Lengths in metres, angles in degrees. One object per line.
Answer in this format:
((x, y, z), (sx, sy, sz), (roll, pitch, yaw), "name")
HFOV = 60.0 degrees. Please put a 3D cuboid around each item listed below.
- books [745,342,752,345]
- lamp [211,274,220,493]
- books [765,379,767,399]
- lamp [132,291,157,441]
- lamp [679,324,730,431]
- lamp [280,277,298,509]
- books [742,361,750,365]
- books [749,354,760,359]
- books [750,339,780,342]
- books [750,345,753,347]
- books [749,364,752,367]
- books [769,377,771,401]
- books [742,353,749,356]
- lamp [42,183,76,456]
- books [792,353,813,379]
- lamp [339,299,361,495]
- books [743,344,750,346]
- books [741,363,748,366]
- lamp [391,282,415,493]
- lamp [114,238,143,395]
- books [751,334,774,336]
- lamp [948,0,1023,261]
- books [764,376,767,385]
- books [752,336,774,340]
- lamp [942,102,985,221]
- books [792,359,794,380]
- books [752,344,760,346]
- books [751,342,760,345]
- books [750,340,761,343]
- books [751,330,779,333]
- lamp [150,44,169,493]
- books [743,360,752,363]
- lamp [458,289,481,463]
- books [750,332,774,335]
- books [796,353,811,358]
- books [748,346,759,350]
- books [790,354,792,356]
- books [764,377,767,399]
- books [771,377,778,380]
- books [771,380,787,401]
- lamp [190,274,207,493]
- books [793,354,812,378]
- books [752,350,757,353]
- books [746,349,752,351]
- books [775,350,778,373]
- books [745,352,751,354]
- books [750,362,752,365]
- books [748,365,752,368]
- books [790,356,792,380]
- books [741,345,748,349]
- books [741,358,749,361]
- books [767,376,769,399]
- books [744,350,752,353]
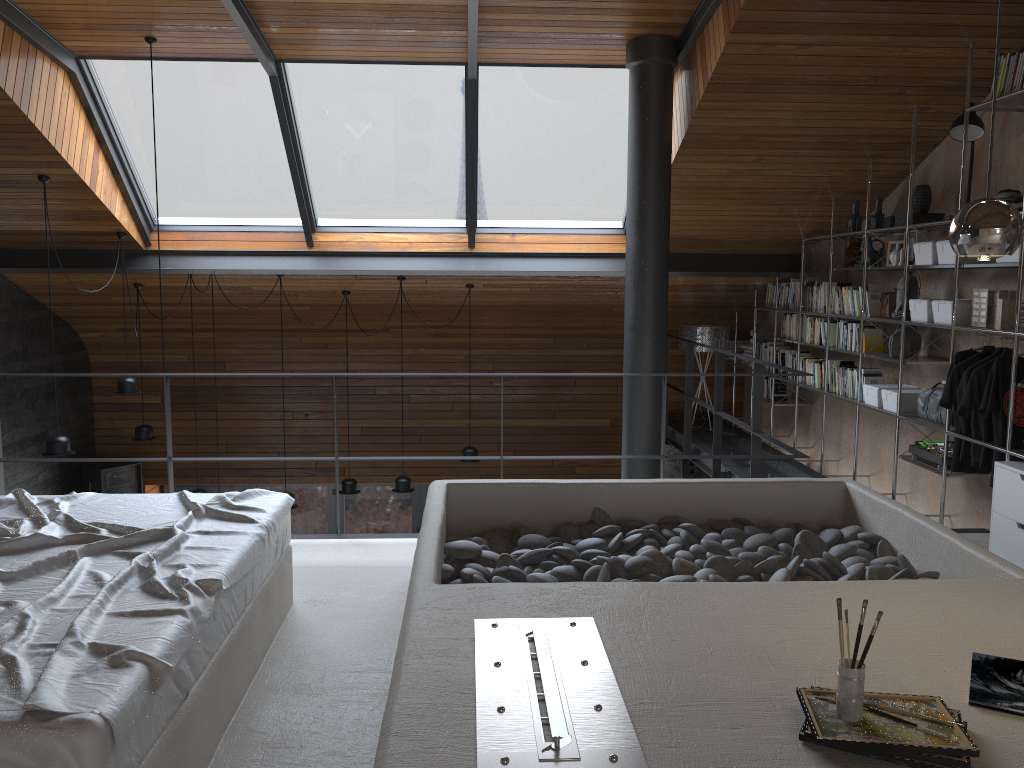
((2.406, -0.394, 8.668), (0.206, 0.012, 0.161), (0, 7, -3), "books")
((-2.473, 0.117, 7.411), (0.210, 2.273, 0.210), (5, 8, 34), "lamp")
((2.364, 0.047, 8.090), (0.112, 0.177, 0.009), (0, 7, -3), "books")
((-3.312, -0.185, 7.920), (0.210, 1.369, 0.210), (5, 8, 34), "lamp")
((1.858, -0.067, 8.624), (0.475, 1.001, 0.475), (3, 7, 21), "lamp")
((-2.000, 0.081, 7.757), (0.210, 2.034, 0.210), (5, 8, 34), "lamp")
((2.394, -0.207, 8.680), (0.234, 0.016, 0.182), (-1, 7, -8), "books")
((2.387, -0.259, 8.383), (0.258, 0.028, 0.180), (1, 7, 3), "books")
((2.387, -0.414, 8.365), (0.228, 0.016, 0.182), (0, 7, -3), "books")
((2.386, -0.359, 8.381), (0.254, 0.012, 0.158), (1, 7, 9), "books")
((2.389, -0.172, 8.390), (0.247, 0.016, 0.182), (0, 7, -3), "books")
((2.383, 0.041, 7.997), (0.133, 0.218, 0.051), (0, 7, -3), "books")
((2.400, -0.287, 8.659), (0.234, 0.016, 0.182), (-1, 7, -13), "books")
((-3.142, -0.438, 6.050), (0.210, 1.853, 0.210), (5, 8, 34), "lamp")
((2.434, -0.147, 7.418), (0.177, 0.217, 0.046), (0, 7, -3), "books")
((-1.517, 0.017, 8.187), (0.210, 2.002, 0.210), (5, 8, 34), "lamp")
((2.390, -0.382, 8.673), (0.231, 0.012, 0.159), (1, 7, 2), "books")
((2.387, -0.193, 8.698), (0.234, 0.016, 0.182), (0, 7, -3), "books")
((-0.976, 0.010, 7.884), (0.210, 1.911, 0.210), (5, 8, 34), "lamp")
((-3.004, -0.530, 6.880), (0.210, 1.206, 0.210), (5, 8, 34), "lamp")
((2.390, -0.461, 8.377), (0.216, 0.021, 0.174), (0, 7, -3), "books")
((1.038, -1.150, 1.841), (0.146, 1.771, 0.146), (3, 7, 22), "lamp")
((2.367, 0.018, 8.109), (0.122, 0.230, 0.017), (0, 7, -3), "books")
((2.411, -0.436, 8.365), (0.234, 0.028, 0.180), (0, 7, -3), "books")
((2.571, -1.251, 5.020), (0.322, 0.660, 0.233), (-5, 9, -39), "lamp")
((2.401, -0.120, 7.420), (0.119, 0.171, 0.044), (0, 7, -3), "books")
((2.399, -0.371, 8.375), (0.222, 0.012, 0.160), (1, 7, 3), "books")
((2.384, -0.385, 8.391), (0.201, 0.012, 0.161), (0, 7, -3), "books")
((2.378, -0.399, 8.380), (0.208, 0.017, 0.167), (0, 7, -3), "books")
((2.397, -0.497, 8.384), (0.228, 0.016, 0.182), (0, 7, -3), "books")
((-2.258, -0.534, 5.707), (0.210, 3.208, 0.210), (3, 7, 20), "lamp")
((2.396, -0.226, 8.683), (0.221, 0.021, 0.174), (0, 7, -3), "books")
((-0.383, -0.075, 8.062), (0.210, 1.565, 0.210), (5, 8, 34), "lamp")
((2.392, -0.480, 8.375), (0.228, 0.016, 0.182), (0, 7, -3), "books")
((2.406, -0.136, 7.313), (0.122, 0.230, 0.057), (0, 7, -3), "books")
((2.388, -0.338, 8.374), (0.288, 0.025, 0.175), (1, 7, 3), "books")
((2.426, -0.149, 7.465), (0.171, 0.218, 0.047), (0, 7, -3), "books")
((2.360, 0.035, 8.097), (0.111, 0.198, 0.008), (0, 7, -3), "books")
((2.386, 0.046, 7.942), (0.137, 0.216, 0.049), (0, 7, -3), "books")
((2.385, 0.059, 7.927), (0.138, 0.191, 0.049), (0, 7, -3), "books")
((-2.703, 0.027, 7.551), (0.210, 2.035, 0.210), (5, 8, 34), "lamp")
((2.423, -0.142, 7.387), (0.161, 0.222, 0.055), (0, 7, -3), "books")
((2.401, -0.305, 8.375), (0.225, 0.017, 0.167), (0, 7, -3), "books")
((2.412, -0.333, 8.679), (0.208, 0.013, 0.161), (1, 7, 2), "books")
((2.373, -0.188, 7.797), (0.137, 0.215, 0.014), (0, 7, -3), "books")
((2.408, -0.305, 8.671), (0.213, 0.017, 0.167), (-1, 7, -8), "books")
((2.390, -0.191, 8.392), (0.239, 0.021, 0.174), (1, 7, 3), "books")
((2.384, -0.158, 8.407), (0.252, 0.016, 0.182), (1, 7, 3), "books")
((2.398, -0.137, 7.444), (0.127, 0.200, 0.046), (0, 7, -3), "books")
((2.393, -0.361, 8.666), (0.268, 0.025, 0.176), (0, 7, -3), "books")
((2.392, -0.251, 8.679), (0.240, 0.028, 0.180), (-1, 7, -13), "books")
((2.390, 0.032, 8.046), (0.155, 0.215, 0.055), (0, 7, -3), "books")
((2.401, -0.321, 8.678), (0.206, 0.012, 0.161), (-1, 7, -13), "books")
